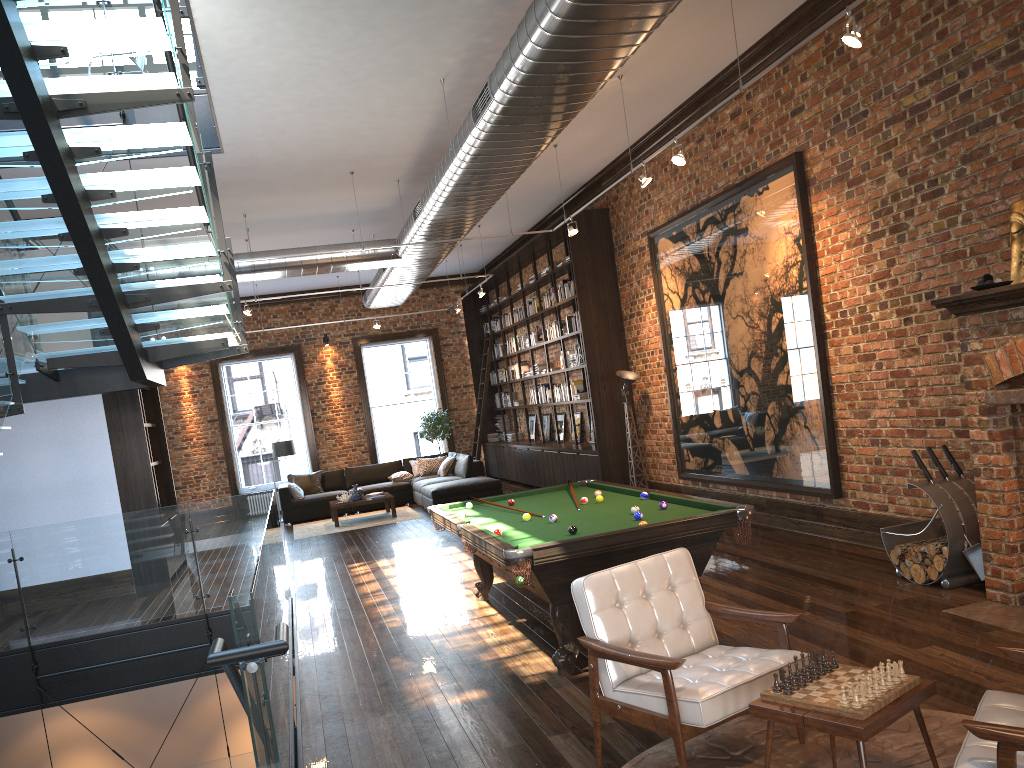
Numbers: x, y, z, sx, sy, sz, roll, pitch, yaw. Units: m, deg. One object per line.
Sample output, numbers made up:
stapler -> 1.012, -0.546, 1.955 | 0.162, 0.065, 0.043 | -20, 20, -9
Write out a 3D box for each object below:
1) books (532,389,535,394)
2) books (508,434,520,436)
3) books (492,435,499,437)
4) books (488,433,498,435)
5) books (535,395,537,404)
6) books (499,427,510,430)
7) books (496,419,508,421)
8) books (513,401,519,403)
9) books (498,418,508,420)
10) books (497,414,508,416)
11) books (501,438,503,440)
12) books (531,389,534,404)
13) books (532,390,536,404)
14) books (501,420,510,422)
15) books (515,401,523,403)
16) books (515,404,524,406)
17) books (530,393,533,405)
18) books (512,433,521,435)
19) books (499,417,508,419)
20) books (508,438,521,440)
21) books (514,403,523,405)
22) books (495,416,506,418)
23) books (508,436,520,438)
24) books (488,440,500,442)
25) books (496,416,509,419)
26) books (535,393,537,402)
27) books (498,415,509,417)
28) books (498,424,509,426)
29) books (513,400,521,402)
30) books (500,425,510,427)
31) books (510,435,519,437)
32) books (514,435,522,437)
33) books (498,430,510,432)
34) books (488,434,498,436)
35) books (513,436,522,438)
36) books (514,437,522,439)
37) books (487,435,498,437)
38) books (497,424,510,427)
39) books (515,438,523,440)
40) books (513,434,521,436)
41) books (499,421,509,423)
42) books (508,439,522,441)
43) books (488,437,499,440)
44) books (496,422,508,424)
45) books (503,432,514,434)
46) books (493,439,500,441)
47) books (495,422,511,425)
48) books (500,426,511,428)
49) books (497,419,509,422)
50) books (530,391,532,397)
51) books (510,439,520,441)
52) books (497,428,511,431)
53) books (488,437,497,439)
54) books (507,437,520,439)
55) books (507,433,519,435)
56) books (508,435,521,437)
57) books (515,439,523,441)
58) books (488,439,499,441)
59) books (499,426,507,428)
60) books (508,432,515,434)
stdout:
books -> 0.473, 0.218, 16.206 | 0.180, 0.277, 0.083 | -9, 4, -14
books -> 0.052, 1.035, 18.087 | 0.228, 0.008, 0.329 | -8, -1, -12
books -> -0.406, 1.121, 18.974 | 0.204, 0.015, 0.265 | -8, -1, -16
books -> -0.413, 1.073, 18.971 | 0.199, 0.020, 0.211 | -8, -1, -10
books -> 0.513, 0.220, 16.012 | 0.182, 0.258, 0.029 | -9, 4, -14
books -> -0.159, 0.949, 18.974 | 0.183, 0.034, 0.270 | -8, -1, -9
books -> -0.189, 0.765, 18.956 | 0.207, 0.009, 0.344 | -8, -1, -16
books -> 0.072, 0.363, 17.865 | 0.160, 0.007, 0.289 | -8, -1, -13
books -> -0.186, 0.744, 18.956 | 0.183, 0.030, 0.264 | -8, -1, -9
books -> -0.210, 0.666, 18.947 | 0.208, 0.010, 0.351 | -8, -1, -10
books -> -0.128, 1.173, 18.990 | 0.198, 0.035, 0.217 | -8, -1, -11
books -> 0.448, 0.223, 16.250 | 0.179, 0.276, 0.013 | -9, 4, -14
books -> 0.477, 0.225, 16.121 | 0.189, 0.261, 0.027 | -9, 4, -14
books -> -0.167, 0.791, 18.962 | 0.175, 0.008, 0.356 | -8, -1, -15
books -> 0.159, 0.353, 17.525 | 0.160, 0.006, 0.289 | -8, -1, -13
books -> 0.166, 0.413, 17.533 | 0.160, 0.006, 0.289 | -8, -1, -15
books -> 0.425, 0.267, 16.406 | 0.177, 0.206, 0.068 | -8, 3, -14
books -> 0.041, 1.021, 18.083 | 0.226, 0.007, 0.372 | -8, -1, -20
books -> -0.212, 0.729, 18.949 | 0.250, 0.006, 0.271 | -8, -1, -15
books -> 0.067, 1.118, 18.093 | 0.228, 0.008, 0.329 | -8, -1, -15
books -> 0.157, 0.392, 17.529 | 0.159, 0.005, 0.326 | -8, -1, -18
books -> -0.219, 0.702, 18.946 | 0.239, 0.007, 0.319 | -8, -1, -19
books -> 0.055, 1.074, 18.088 | 0.226, 0.007, 0.370 | -8, -1, -11
books -> -0.394, 1.221, 18.981 | 0.206, 0.013, 0.279 | -8, -1, -13
books -> -0.201, 0.714, 18.951 | 0.206, 0.022, 0.247 | -8, -1, -20
books -> 0.516, 0.196, 15.989 | 0.184, 0.302, 0.016 | -9, 4, -14
books -> -0.183, 0.687, 18.954 | 0.179, 0.012, 0.307 | -8, -1, -15
books -> -0.163, 0.872, 18.966 | 0.163, 0.006, 0.352 | -8, -1, -20
books -> 0.069, 0.343, 17.864 | 0.159, 0.007, 0.324 | -8, -1, -13
books -> -0.171, 0.899, 18.965 | 0.208, 0.015, 0.307 | -8, -1, -16
books -> 0.058, 1.050, 18.089 | 0.226, 0.007, 0.369 | -8, -1, -15
books -> 0.054, 1.066, 18.088 | 0.228, 0.008, 0.330 | -8, -1, -18
books -> -0.164, 1.005, 18.975 | 0.210, 0.019, 0.341 | -8, -1, -10
books -> -0.411, 1.089, 18.972 | 0.199, 0.012, 0.219 | -8, -1, -10
books -> 0.062, 1.081, 18.091 | 0.228, 0.008, 0.328 | -8, -1, -13
books -> 0.062, 1.103, 18.091 | 0.228, 0.008, 0.329 | -8, -1, -12
books -> -0.418, 1.108, 18.971 | 0.185, 0.013, 0.272 | -8, -1, -12
books -> -0.186, 0.886, 18.961 | 0.238, 0.015, 0.249 | -8, -1, -12
books -> 0.071, 1.125, 18.094 | 0.228, 0.008, 0.328 | -8, -1, -14
books -> 0.045, 1.045, 18.085 | 0.228, 0.008, 0.331 | -8, -1, -9
books -> -0.168, 0.808, 18.962 | 0.171, 0.011, 0.325 | -8, -1, -11
books -> 0.065, 1.141, 18.093 | 0.228, 0.008, 0.330 | -8, -1, -11
books -> -0.403, 1.165, 18.977 | 0.199, 0.019, 0.255 | -8, -1, -12
books -> -0.199, 0.827, 18.955 | 0.240, 0.019, 0.228 | -8, -1, -19
books -> -0.075, 1.024, 18.540 | 0.176, 0.006, 0.257 | -8, -1, -20
books -> -0.389, 1.208, 18.982 | 0.209, 0.012, 0.272 | -8, -1, -17
books -> -0.197, 0.851, 18.957 | 0.260, 0.028, 0.316 | -8, -1, -14
books -> -0.156, 0.916, 18.969 | 0.188, 0.012, 0.321 | -8, -1, -15
books -> -0.182, 0.779, 18.958 | 0.203, 0.020, 0.317 | -8, -1, -13
books -> 0.446, 0.235, 16.307 | 0.177, 0.254, 0.071 | -9, 4, -14
books -> 0.070, 1.133, 18.094 | 0.226, 0.007, 0.368 | -8, -1, -13
books -> -0.175, 0.979, 18.971 | 0.249, 0.020, 0.317 | -8, -1, -14
books -> -0.421, 1.152, 18.972 | 0.158, 0.011, 0.251 | -8, -1, -10
books -> 0.061, 1.096, 18.090 | 0.228, 0.008, 0.329 | -8, -1, -16
books -> 0.049, 1.012, 18.085 | 0.226, 0.007, 0.369 | -8, -1, -12
books -> 0.056, 1.058, 18.088 | 0.228, 0.008, 0.329 | -8, -1, -12
books -> 0.063, 1.149, 18.092 | 0.228, 0.008, 0.331 | -8, -1, -19
books -> -0.396, 1.197, 18.980 | 0.201, 0.012, 0.244 | -8, -1, -11
books -> -0.181, 0.911, 18.963 | 0.219, 0.006, 0.350 | -8, -1, -10
books -> -0.070, 1.029, 18.542 | 0.175, 0.005, 0.287 | -8, -1, -18
